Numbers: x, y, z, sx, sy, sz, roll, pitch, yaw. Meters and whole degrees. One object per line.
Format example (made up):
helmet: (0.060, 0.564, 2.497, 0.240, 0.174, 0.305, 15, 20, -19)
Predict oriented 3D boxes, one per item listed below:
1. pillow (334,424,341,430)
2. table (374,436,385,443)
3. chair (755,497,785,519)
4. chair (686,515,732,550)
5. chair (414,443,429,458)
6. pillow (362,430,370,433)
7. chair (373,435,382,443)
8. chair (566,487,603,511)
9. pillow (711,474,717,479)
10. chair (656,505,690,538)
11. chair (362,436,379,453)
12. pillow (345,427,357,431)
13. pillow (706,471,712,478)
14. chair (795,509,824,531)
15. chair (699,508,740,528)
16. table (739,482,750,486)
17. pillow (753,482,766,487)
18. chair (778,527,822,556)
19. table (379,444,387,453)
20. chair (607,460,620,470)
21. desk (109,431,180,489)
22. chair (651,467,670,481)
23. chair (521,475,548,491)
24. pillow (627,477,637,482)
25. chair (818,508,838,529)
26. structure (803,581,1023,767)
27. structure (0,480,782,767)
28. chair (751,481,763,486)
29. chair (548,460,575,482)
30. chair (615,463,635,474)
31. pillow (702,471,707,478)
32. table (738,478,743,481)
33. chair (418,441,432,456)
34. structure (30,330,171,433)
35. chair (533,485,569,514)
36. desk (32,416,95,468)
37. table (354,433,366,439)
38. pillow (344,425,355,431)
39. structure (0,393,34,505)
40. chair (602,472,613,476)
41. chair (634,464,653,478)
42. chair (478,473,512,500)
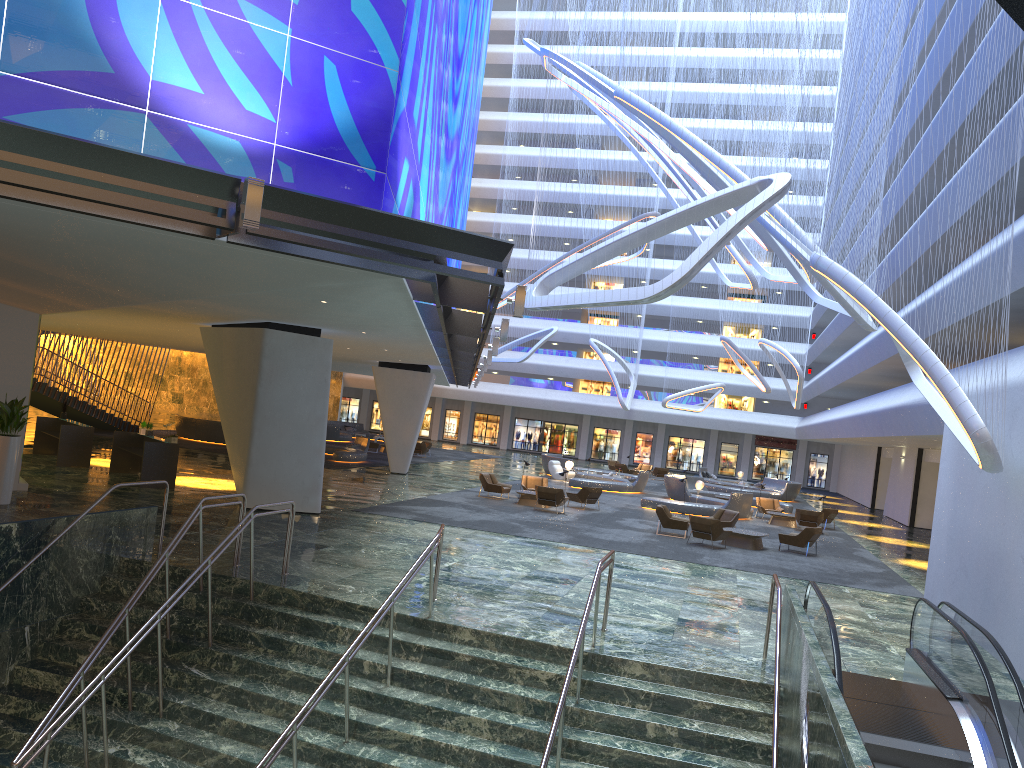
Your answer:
pillow: (-11.501, 2.838, 58.212, 0.314, 0.386, 0.786, 6, -2, 31)
table: (-8.433, 3.543, 56.334, 0.673, 0.406, 0.671, 7, -1, 1)
chair: (9.682, 4.719, 33.431, 0.929, 0.766, 0.939, 7, -1, -2)
chair: (5.009, 3.776, 22.647, 0.928, 0.766, 0.941, 6, -2, 41)
chair: (-4.873, 3.428, 46.144, 0.928, 0.766, 0.940, 7, -1, 12)
pillow: (-9.769, 3.193, 59.232, 0.443, 0.207, 0.445, 7, -2, 0)
chair: (-8.654, 3.498, 57.138, 0.585, 0.501, 0.492, 6, -1, 31)
chair: (2.367, 3.677, 28.768, 0.931, 0.766, 0.937, 8, -2, -43)
pillow: (12.044, 5.555, 53.334, 0.686, 0.280, 0.872, 8, -2, -39)
chair: (4.400, 3.760, 24.251, 0.937, 0.766, 0.931, 6, -1, 16)
chair: (-7.378, 3.118, 45.875, 0.939, 0.766, 0.929, 7, -1, -15)
pillow: (-10.729, 2.998, 58.777, 0.692, 0.262, 0.878, 7, -2, 5)
pillow: (11.786, 5.424, 53.101, 0.314, 0.386, 0.786, 6, -2, 30)
chair: (10.076, 4.648, 30.103, 0.928, 0.766, 0.940, 6, -1, 20)
chair: (5.953, 3.989, 25.440, 0.940, 0.766, 0.928, 7, -1, -24)
table: (13.613, 6.034, 52.100, 0.670, 0.406, 0.674, 7, -2, 10)
pillow: (13.762, 5.592, 49.215, 0.693, 0.262, 0.876, 8, -2, -24)
chair: (7.659, 4.127, 23.573, 0.937, 0.766, 0.931, 6, -2, 39)
table: (-6.469, 3.449, 47.028, 1.205, 0.392, 1.202, 8, -2, -21)
chair: (6.235, 5.013, 53.319, 0.931, 0.766, 0.937, 8, -1, -32)
desk: (-9.319, 1.888, 22.387, 0.815, 1.097, 2.972, 7, -2, -37)
chair: (8.620, 5.238, 51.606, 0.930, 0.766, 0.938, 7, -1, -8)
chair: (0.755, 3.524, 29.876, 0.929, 0.766, 0.939, 7, -1, -2)
pillow: (5.543, 4.250, 39.170, 0.691, 0.262, 0.879, 6, -2, 23)
chair: (11.294, 4.873, 32.324, 0.931, 0.766, 0.937, 8, -2, -43)
structure: (2.519, 6.180, 1.851, 3.014, 8.237, 19.857, 7, -2, 14)
structure: (-3.789, 5.497, 2.975, 9.296, 8.397, 19.761, 7, -2, 14)
chair: (14.212, 5.868, 50.492, 0.931, 0.766, 0.937, 8, -2, -43)
chair: (2.308, 4.053, 41.178, 1.155, 0.882, 0.730, 6, -1, 33)
chair: (6.355, 4.927, 50.498, 0.940, 0.766, 0.928, 8, -2, -35)
pillow: (11.574, 5.423, 53.118, 0.294, 0.369, 0.770, 6, -2, 27)
table: (13.704, 5.981, 53.497, 0.419, 0.595, 0.427, 7, -1, -32)
chair: (-4.897, 3.495, 48.109, 0.940, 0.766, 0.928, 8, -2, -37)
structure: (-21.283, -1.251, 38.802, 11.970, 6.246, 16.513, 6, -2, 14)
chair: (1.149, 3.453, 26.548, 0.928, 0.766, 0.940, 6, -1, 20)
desk: (-12.484, 1.587, 24.605, 0.815, 1.097, 2.972, 7, -2, -39)
table: (-9.758, 3.410, 57.056, 0.672, 0.406, 0.672, 8, -2, -31)
pillow: (-10.792, 2.953, 58.961, 0.776, 0.366, 0.316, 8, -1, -34)
structure: (-9.431, 1.185, 16.404, 1.023, 2.051, 0.772, 7, 0, -8)
chair: (4.336, 4.617, 44.831, 1.787, 0.501, 0.585, 8, -1, -22)
chair: (7.937, 5.221, 53.446, 0.928, 0.766, 0.941, 6, -1, 33)
chair: (-0.562, 3.327, 28.785, 0.937, 0.766, 0.931, 6, -1, 23)
